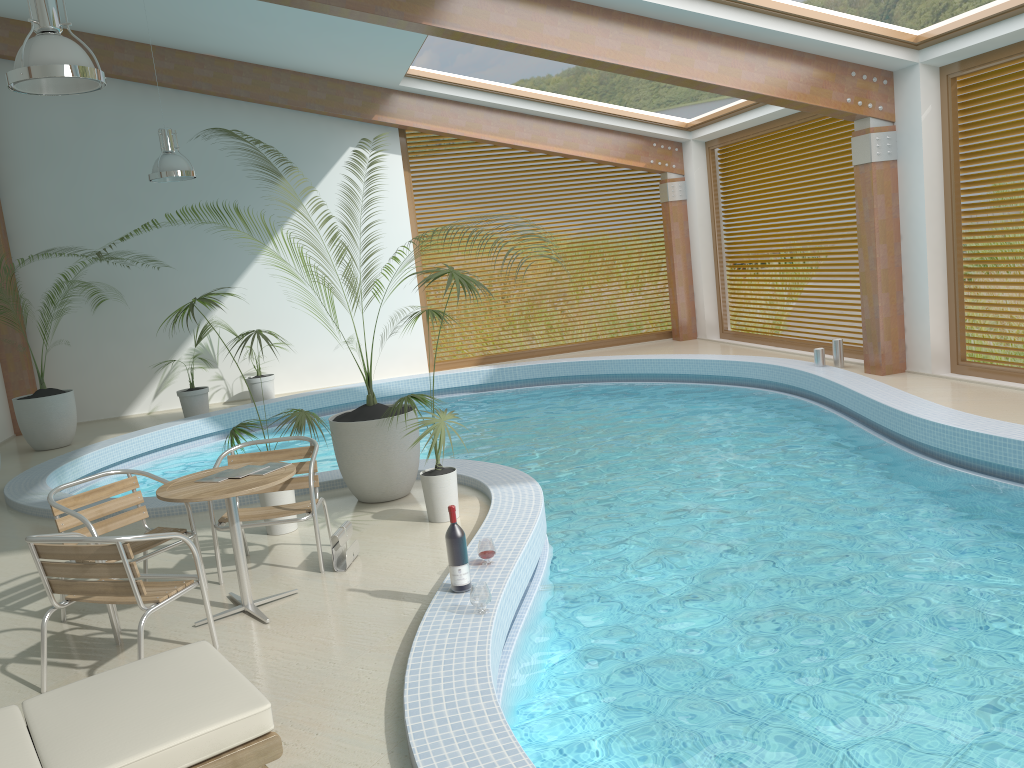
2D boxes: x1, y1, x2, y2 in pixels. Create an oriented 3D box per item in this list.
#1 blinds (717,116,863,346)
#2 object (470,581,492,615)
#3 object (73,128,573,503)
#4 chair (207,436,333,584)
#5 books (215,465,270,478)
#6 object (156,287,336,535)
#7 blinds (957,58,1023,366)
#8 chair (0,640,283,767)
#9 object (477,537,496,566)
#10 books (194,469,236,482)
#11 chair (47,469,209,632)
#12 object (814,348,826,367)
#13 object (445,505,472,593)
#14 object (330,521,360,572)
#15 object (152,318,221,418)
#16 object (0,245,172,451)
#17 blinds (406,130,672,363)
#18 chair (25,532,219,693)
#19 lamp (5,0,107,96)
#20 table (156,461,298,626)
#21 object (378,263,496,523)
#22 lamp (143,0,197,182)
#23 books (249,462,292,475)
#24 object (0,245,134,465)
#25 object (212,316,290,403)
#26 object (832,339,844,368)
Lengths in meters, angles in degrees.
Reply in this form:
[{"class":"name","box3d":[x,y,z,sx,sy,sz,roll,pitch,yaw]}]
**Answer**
[{"class":"blinds","box3d":[3.824,-1.967,11.818,0.095,2.921,4.200,-8,9,-13]},{"class":"object","box3d":[-0.146,0.998,4.134,0.102,0.137,0.102,-7,9,-4]},{"class":"object","box3d":[-1.060,-0.592,6.331,2.979,2.960,2.729,-6,9,4]},{"class":"chair","box3d":[-1.447,0.736,5.339,0.618,0.727,0.563,-7,9,-1]},{"class":"books","box3d":[-1.429,0.466,4.718,0.166,0.004,0.241,-2,10,28]},{"class":"object","box3d":[-1.751,0.193,5.944,1.059,1.695,0.791,-3,9,22]},{"class":"blinds","box3d":[5.034,-1.367,6.970,0.095,2.921,4.200,-8,9,-13]},{"class":"chair","box3d":[-1.708,1.132,2.502,1.903,0.866,0.861,-12,10,-34]},{"class":"object","box3d":[-0.135,0.901,4.769,0.102,0.137,0.102,-7,9,-4]},{"class":"books","box3d":[-1.531,0.485,4.695,0.166,0.004,0.241,-2,10,28]},{"class":"chair","box3d":[-2.134,0.879,4.907,0.563,0.727,0.618,-2,10,29]},{"class":"object","box3d":[3.413,-0.301,9.840,0.115,0.204,0.115,-2,10,27]},{"class":"object","box3d":[-0.276,0.816,4.421,0.109,0.435,0.109,-3,9,22]},{"class":"object","box3d":[-0.990,0.959,5.265,0.081,0.223,0.272,-5,9,7]},{"class":"object","box3d":[-4.213,-0.218,11.760,0.822,1.310,1.067,-2,10,26]},{"class":"object","box3d":[-5.591,-0.733,10.619,2.729,2.960,2.979,-12,10,-32]},{"class":"blinds","box3d":[0.485,-2.515,14.147,4.500,4.025,0.099,-8,9,-13]},{"class":"chair","box3d":[-1.809,0.965,4.099,0.618,0.727,0.563,-3,9,19]},{"class":"lamp","box3d":[-2.668,-2.640,4.857,0.506,1.958,0.505,-8,9,-13]},{"class":"table","box3d":[-1.443,0.848,4.671,0.700,0.720,0.700,-5,9,6]},{"class":"object","box3d":[-0.465,0.064,5.843,0.791,1.695,1.059,-11,10,-26]},{"class":"lamp","box3d":[-3.886,-3.244,9.738,0.506,1.958,0.505,-8,9,-13]},{"class":"books","box3d":[-1.316,0.454,4.745,0.166,0.004,0.241,-2,10,28]},{"class":"object","box3d":[-5.205,-0.422,8.281,2.979,2.960,2.729,1,12,42]},{"class":"object","box3d":[-3.589,-0.376,12.344,1.067,1.310,0.822,-7,9,-1]},{"class":"object","box3d":[3.708,-0.348,10.079,0.115,0.320,0.115,0,11,35]}]
